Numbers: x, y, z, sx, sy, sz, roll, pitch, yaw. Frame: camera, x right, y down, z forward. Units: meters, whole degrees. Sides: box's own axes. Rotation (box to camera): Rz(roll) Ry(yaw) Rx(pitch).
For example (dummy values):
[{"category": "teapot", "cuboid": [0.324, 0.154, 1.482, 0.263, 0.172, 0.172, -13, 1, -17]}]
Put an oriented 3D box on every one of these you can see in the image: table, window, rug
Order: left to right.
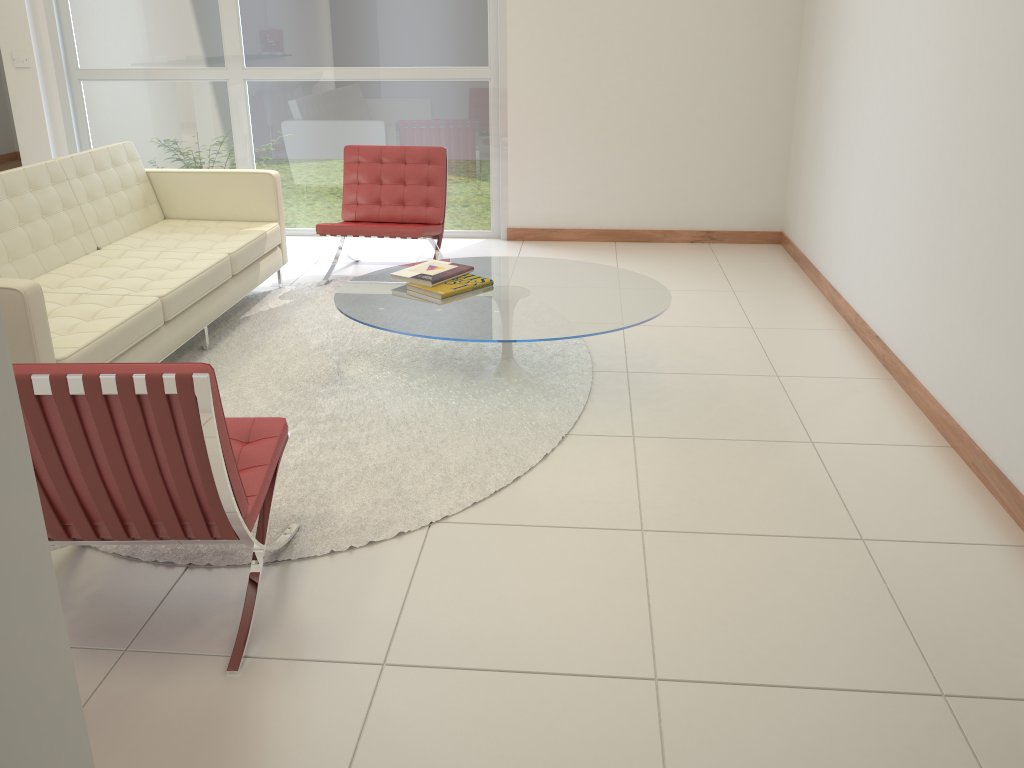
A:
[{"category": "window", "cuboid": [-1.739, -2.425, 6.566, 3.432, 2.665, 0.123, 1, 20, 5]}, {"category": "rug", "cuboid": [-0.838, -0.077, 4.280, 2.443, 0.004, 3.392, 2, 22, 6]}, {"category": "table", "cuboid": [-0.044, -0.237, 4.137, 1.537, 0.397, 1.346, 1, 22, 4]}]

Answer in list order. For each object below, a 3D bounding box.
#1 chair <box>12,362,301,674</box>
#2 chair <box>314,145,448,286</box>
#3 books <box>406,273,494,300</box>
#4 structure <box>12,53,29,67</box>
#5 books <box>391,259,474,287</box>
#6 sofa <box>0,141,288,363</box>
[{"category": "chair", "cuboid": [-1.051, 0.233, 2.465, 0.700, 0.802, 0.720, 0, 21, 0]}, {"category": "chair", "cuboid": [-0.823, -1.100, 5.749, 0.700, 0.802, 0.719, 3, 21, 10]}, {"category": "books", "cuboid": [-0.291, -0.465, 4.142, 0.258, 0.026, 0.327, 20, 30, 41]}, {"category": "structure", "cuboid": [-3.654, -2.410, 6.583, 0.114, 0.102, 0.013, 1, 20, 5]}, {"category": "books", "cuboid": [-0.380, -0.533, 4.241, 0.257, 0.026, 0.328, 14, 26, 32]}, {"category": "sofa", "cuboid": [-2.005, -0.573, 4.320, 1.001, 0.905, 2.614, 1, 22, 5]}]
